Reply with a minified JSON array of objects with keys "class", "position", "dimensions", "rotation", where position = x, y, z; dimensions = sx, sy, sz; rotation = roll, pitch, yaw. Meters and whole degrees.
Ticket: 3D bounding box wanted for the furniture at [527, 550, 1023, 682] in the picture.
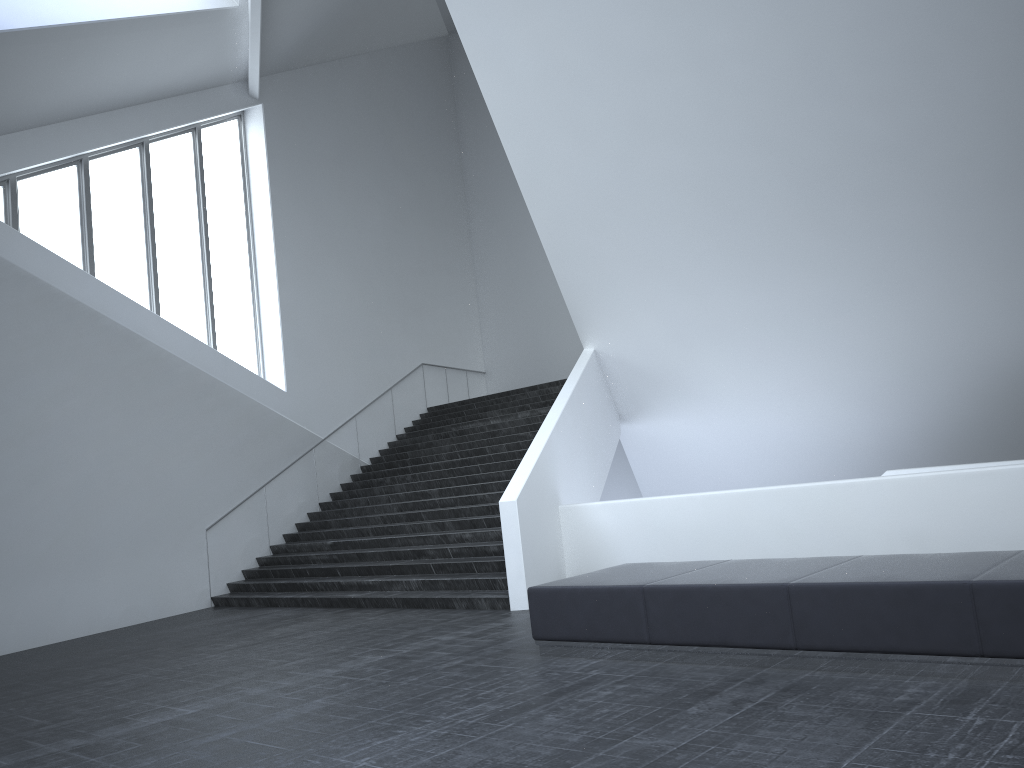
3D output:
[{"class":"furniture","position":[2.778,1.543,6.090],"dimensions":[5.742,0.580,1.488],"rotation":[-12,-9,40]}]
